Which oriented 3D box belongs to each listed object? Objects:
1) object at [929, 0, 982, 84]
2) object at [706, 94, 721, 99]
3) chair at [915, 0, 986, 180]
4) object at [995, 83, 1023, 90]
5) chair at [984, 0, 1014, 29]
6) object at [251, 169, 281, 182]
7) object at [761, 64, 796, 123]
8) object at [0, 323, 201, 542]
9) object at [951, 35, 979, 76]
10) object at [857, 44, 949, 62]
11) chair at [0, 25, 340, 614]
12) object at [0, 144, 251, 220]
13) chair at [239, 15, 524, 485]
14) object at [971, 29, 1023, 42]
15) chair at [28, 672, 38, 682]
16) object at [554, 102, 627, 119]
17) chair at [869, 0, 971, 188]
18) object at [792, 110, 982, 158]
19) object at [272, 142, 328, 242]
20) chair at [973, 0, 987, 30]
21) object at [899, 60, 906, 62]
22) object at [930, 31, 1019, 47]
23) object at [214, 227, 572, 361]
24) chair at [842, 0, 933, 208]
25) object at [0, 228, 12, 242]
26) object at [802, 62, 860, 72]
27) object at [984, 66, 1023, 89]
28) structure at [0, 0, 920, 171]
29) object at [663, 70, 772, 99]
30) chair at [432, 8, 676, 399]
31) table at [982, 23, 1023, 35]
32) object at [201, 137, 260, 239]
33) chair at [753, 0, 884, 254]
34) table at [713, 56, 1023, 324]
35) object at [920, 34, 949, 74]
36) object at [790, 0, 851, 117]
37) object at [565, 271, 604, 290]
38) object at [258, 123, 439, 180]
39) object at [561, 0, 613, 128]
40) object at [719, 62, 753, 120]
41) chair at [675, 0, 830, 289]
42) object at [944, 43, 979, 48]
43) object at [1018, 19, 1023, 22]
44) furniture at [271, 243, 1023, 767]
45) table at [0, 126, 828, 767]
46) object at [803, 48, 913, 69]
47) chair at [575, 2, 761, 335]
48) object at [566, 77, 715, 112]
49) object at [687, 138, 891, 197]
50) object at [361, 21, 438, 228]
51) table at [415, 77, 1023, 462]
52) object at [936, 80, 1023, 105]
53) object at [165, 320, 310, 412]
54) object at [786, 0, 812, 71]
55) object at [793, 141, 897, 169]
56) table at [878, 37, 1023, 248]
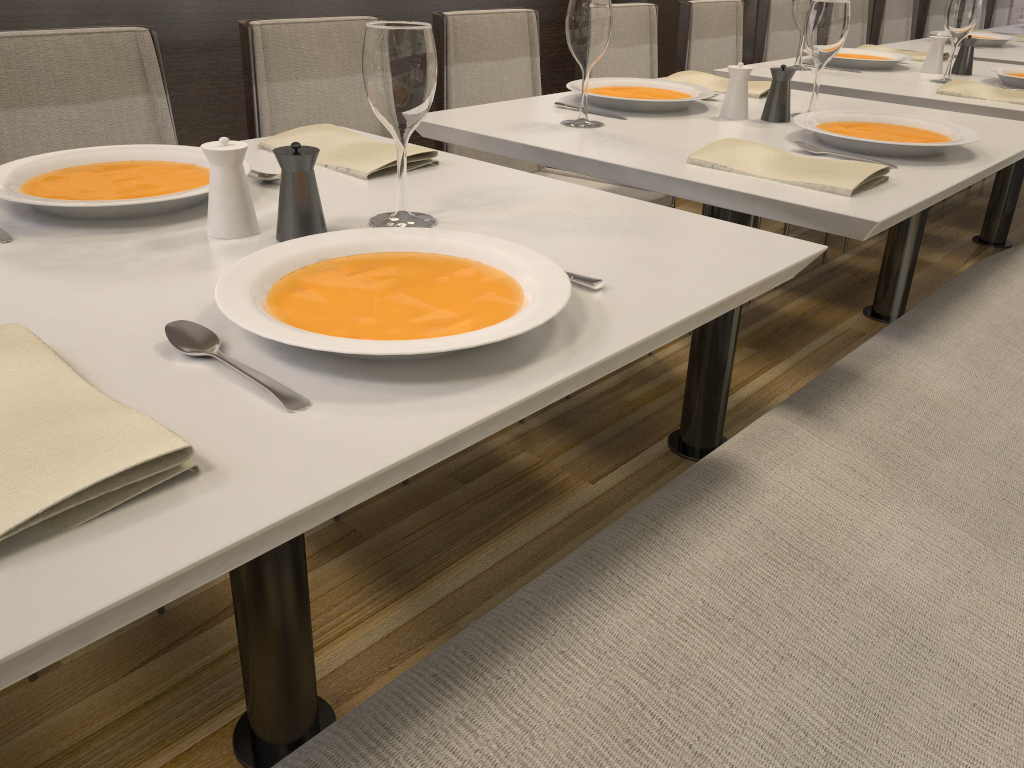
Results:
[{"bbox_3d":[1.196,-0.931,2.386,0.086,0.227,0.088,-1,26,-6],"label":"object"},{"bbox_3d":[0.404,-0.679,2.063,0.183,0.015,0.038,25,34,38],"label":"object"},{"bbox_3d":[2.447,-1.631,4.789,0.570,0.891,0.415,23,32,37],"label":"chair"},{"bbox_3d":[1.340,-0.758,2.287,0.183,0.015,0.038,25,34,38],"label":"object"},{"bbox_3d":[3.226,-2.001,5.579,0.570,0.891,0.415,23,32,37],"label":"chair"},{"bbox_3d":[-0.376,-0.308,1.271,0.183,0.015,0.038,25,34,38],"label":"object"},{"bbox_3d":[0.540,-0.588,1.790,0.060,0.108,0.060,18,30,29],"label":"object"},{"bbox_3d":[-0.349,0.028,0.603,0.275,0.032,0.144,24,34,36],"label":"object"},{"bbox_3d":[1.322,-0.960,2.583,0.060,0.108,0.060,-18,32,-36],"label":"object"},{"bbox_3d":[1.302,-1.108,2.978,0.275,0.032,0.144,24,34,36],"label":"object"},{"bbox_3d":[-0.662,-0.154,1.636,0.570,0.891,0.415,23,32,37],"label":"chair"},{"bbox_3d":[-0.502,-0.258,1.146,0.322,0.035,0.326,11,28,17],"label":"object"},{"bbox_3d":[-0.283,-0.334,2.020,0.570,0.891,0.415,23,32,37],"label":"chair"},{"bbox_3d":[2.063,-1.470,3.750,0.275,0.032,0.144,24,34,36],"label":"object"},{"bbox_3d":[-1.059,0.035,1.232,0.570,0.891,0.415,23,32,37],"label":"chair"},{"bbox_3d":[0.162,-0.561,1.818,0.186,0.010,0.017,24,34,37],"label":"object"},{"bbox_3d":[2.032,-1.434,4.369,0.570,0.891,0.415,23,32,37],"label":"chair"},{"bbox_3d":[0.674,-0.452,1.613,0.323,0.035,0.326,13,29,21],"label":"object"},{"bbox_3d":[-0.240,-0.218,0.998,0.060,0.108,0.060,18,30,29],"label":"object"},{"bbox_3d":[2.846,-1.820,5.194,0.570,0.891,0.415,23,32,37],"label":"chair"},{"bbox_3d":[1.186,-1.050,2.856,0.183,0.015,0.038,25,34,38],"label":"object"},{"bbox_3d":[1.821,-1.362,3.503,0.322,0.035,0.326,11,28,17],"label":"object"},{"bbox_3d":[-0.106,-0.081,0.822,0.322,0.035,0.326,11,28,17],"label":"object"},{"bbox_3d":[1.653,-1.253,3.983,0.570,0.891,0.415,23,32,37],"label":"chair"},{"bbox_3d":[-0.619,-0.191,1.027,0.186,0.010,0.017,24,34,37],"label":"object"},{"bbox_3d":[0.943,-0.933,2.611,0.186,0.010,0.017,24,34,37],"label":"object"},{"bbox_3d":[1.456,-0.823,2.406,0.321,0.035,0.327,-4,27,-12],"label":"object"},{"bbox_3d":[-0.781,-1.805,4.804,2.390,0.985,10.838,23,34,36],"label":"structure"},{"bbox_3d":[0.520,-0.737,2.185,0.275,0.032,0.144,24,34,36],"label":"object"},{"bbox_3d":[0.094,-0.513,2.402,0.570,0.891,0.415,23,32,37],"label":"chair"},{"bbox_3d":[2.843,-1.321,4.359,0.943,0.748,1.019,23,33,36],"label":"table"},{"bbox_3d":[-0.323,-0.226,1.009,0.060,0.108,0.060,18,30,29],"label":"object"},{"bbox_3d":[1.253,-1.064,3.578,0.570,0.891,0.415,23,32,37],"label":"chair"},{"bbox_3d":[1.242,-0.560,2.735,0.943,0.748,1.019,23,33,36],"label":"table"},{"bbox_3d":[1.239,-0.968,2.594,0.060,0.108,0.060,-18,32,-36],"label":"object"},{"bbox_3d":[0.633,-0.664,1.815,0.086,0.227,0.087,2,25,-1],"label":"object"},{"bbox_3d":[0.020,-0.129,0.949,0.186,0.010,0.017,24,34,37],"label":"object"},{"bbox_3d":[-0.260,-0.366,1.393,0.275,0.032,0.144,24,34,36],"label":"object"},{"bbox_3d":[0.140,-0.602,1.659,0.086,0.227,0.087,-19,33,-38],"label":"object"},{"bbox_3d":[0.458,-0.597,1.801,0.060,0.108,0.060,18,30,29],"label":"object"},{"bbox_3d":[0.873,-0.883,3.192,0.570,0.891,0.415,23,32,37],"label":"chair"},{"bbox_3d":[1.704,-1.294,3.383,0.186,0.010,0.017,24,34,37],"label":"object"},{"bbox_3d":[2.661,-1.761,4.355,0.322,0.035,0.326,11,28,17],"label":"object"},{"bbox_3d":[-0.038,0.413,0.341,0.714,1.080,4.513,23,33,36],"label":"furniture"},{"bbox_3d":[-0.320,0.182,1.150,0.943,0.748,1.019,23,33,36],"label":"table"},{"bbox_3d":[1.059,-1.000,2.730,0.321,0.035,0.327,-4,27,-12],"label":"object"},{"bbox_3d":[0.493,-0.703,2.807,0.570,0.891,0.415,23,32,37],"label":"chair"},{"bbox_3d":[0.278,-0.629,1.937,0.323,0.035,0.326,13,29,21],"label":"object"},{"bbox_3d":[0.431,-0.342,1.394,0.275,0.032,0.144,24,34,36],"label":"object"},{"bbox_3d":[-0.130,-0.301,1.041,0.086,0.227,0.088,-1,26,-6],"label":"object"},{"bbox_3d":[0.460,-0.189,1.942,0.943,0.748,1.019,23,33,36],"label":"table"},{"bbox_3d":[1.213,-0.714,2.187,0.275,0.032,0.144,24,34,36],"label":"object"},{"bbox_3d":[-0.222,-0.016,0.702,0.183,0.015,0.038,25,34,38],"label":"object"},{"bbox_3d":[0.839,-1.025,2.548,0.086,0.227,0.088,-1,26,-6],"label":"object"},{"bbox_3d":[0.558,-0.387,1.494,0.183,0.015,0.038,25,34,38],"label":"object"},{"bbox_3d":[2.003,-0.922,3.507,0.943,0.748,1.019,23,33,36],"label":"table"}]
